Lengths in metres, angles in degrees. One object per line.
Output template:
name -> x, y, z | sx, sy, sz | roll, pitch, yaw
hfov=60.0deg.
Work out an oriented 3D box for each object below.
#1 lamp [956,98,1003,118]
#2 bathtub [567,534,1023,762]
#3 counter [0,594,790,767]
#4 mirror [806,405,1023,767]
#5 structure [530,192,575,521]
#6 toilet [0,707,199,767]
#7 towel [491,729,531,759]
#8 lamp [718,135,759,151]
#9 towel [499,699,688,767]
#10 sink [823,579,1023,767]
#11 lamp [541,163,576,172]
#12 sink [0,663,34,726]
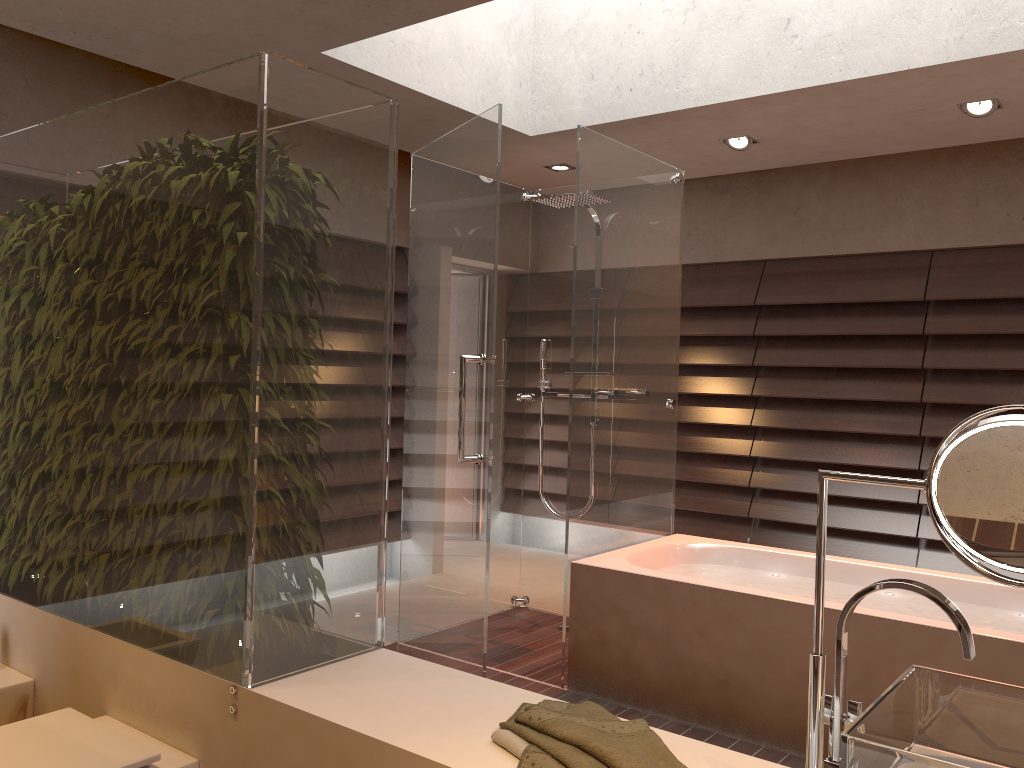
lamp -> 2.120, -1.273, 4.017 | 0.165, 0.110, 0.170 | 2, 0, 37
bathtub -> 1.322, 0.845, 3.239 | 2.000, 0.761, 0.994 | 2, 0, 37
counter -> -0.370, 0.844, 1.790 | 2.931, 0.686, 0.350 | 2, 0, 37
mirror -> 0.462, 0.314, 0.943 | 0.316, 0.589, 0.074 | 2, 1, 40
structure -> 0.263, -0.094, 4.303 | 0.575, 1.578, 0.385 | 2, 0, 37
toilet -> -0.908, 0.898, 1.686 | 0.357, 0.400, 0.468 | 2, 0, 37
towel -> 0.155, 0.583, 1.356 | 0.202, 0.027, 0.394 | 1, 0, -33
lamp -> 1.207, -1.304, 4.713 | 0.165, 0.110, 0.170 | 2, 0, 37
towel -> 0.124, 0.567, 1.375 | 0.258, 0.057, 0.571 | 2, 0, -11
sink -> 0.609, 0.433, 1.050 | 0.486, 0.357, 0.340 | 2, 0, 37
lamp -> 0.295, -1.341, 5.409 | 0.165, 0.051, 0.170 | 2, 0, 37
sink -> -1.463, 0.852, 2.110 | 0.357, 0.456, 0.468 | 2, 0, 37
